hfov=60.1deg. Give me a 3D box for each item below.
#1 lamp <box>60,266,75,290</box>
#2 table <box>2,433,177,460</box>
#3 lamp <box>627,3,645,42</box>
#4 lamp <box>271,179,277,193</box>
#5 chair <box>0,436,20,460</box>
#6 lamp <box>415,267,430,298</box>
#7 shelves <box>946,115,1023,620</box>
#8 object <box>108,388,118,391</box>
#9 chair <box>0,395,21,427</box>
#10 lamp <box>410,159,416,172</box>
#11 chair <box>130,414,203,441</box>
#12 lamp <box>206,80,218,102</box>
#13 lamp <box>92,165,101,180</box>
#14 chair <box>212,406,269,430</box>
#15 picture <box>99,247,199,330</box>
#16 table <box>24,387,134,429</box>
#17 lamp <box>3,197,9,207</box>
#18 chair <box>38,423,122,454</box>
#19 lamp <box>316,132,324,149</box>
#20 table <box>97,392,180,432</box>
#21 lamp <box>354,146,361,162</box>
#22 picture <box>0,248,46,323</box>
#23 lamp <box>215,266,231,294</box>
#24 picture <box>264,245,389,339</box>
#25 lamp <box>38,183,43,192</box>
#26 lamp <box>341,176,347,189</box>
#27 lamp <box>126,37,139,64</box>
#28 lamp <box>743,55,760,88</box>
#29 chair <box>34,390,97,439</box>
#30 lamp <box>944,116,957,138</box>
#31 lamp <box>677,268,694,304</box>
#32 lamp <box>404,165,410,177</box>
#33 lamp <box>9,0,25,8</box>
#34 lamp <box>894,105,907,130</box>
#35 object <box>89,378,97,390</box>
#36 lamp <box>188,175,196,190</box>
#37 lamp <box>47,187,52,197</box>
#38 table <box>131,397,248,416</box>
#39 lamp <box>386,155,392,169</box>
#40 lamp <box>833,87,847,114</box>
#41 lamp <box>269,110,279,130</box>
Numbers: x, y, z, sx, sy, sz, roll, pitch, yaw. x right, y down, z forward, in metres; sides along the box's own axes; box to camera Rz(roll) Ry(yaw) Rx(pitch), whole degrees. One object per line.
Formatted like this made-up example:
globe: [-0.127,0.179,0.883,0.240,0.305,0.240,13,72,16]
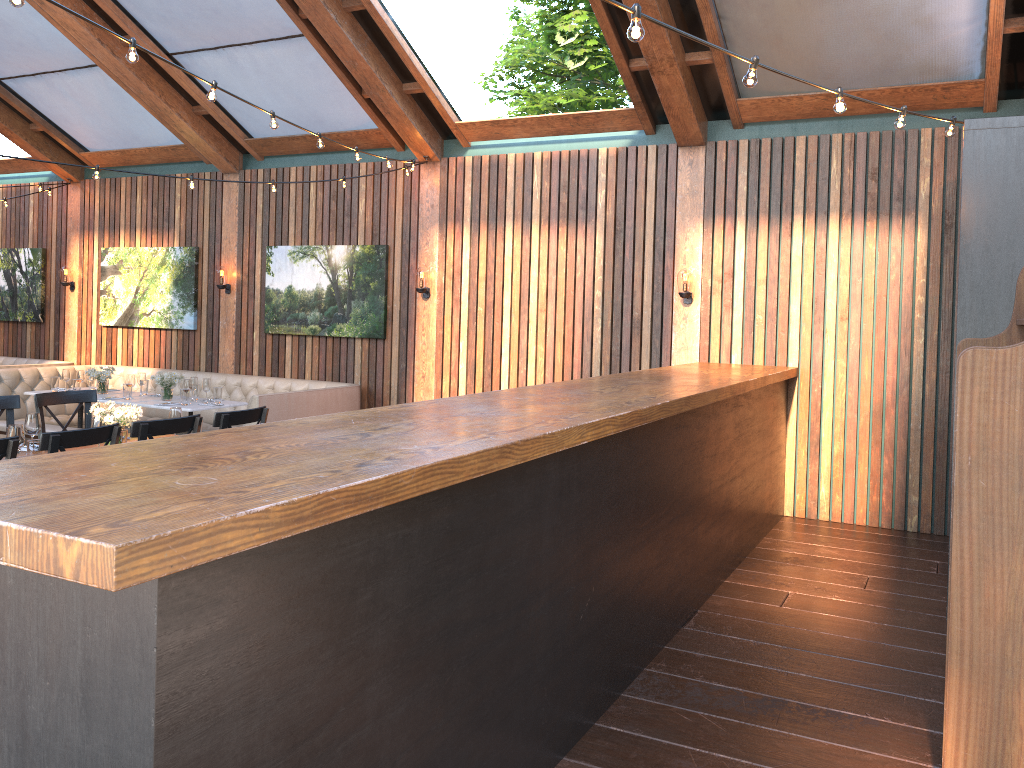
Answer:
lamp: [-5.817,-1.387,11.561,0.146,0.320,0.178,2,2,27]
table: [-2.795,0.807,5.129,0.951,0.728,2.434,3,5,27]
lamp: [0.394,-1.145,2.806,0.056,0.121,0.056,2,1,-5]
lamp: [-2.126,-1.765,7.902,0.056,0.121,0.056,3,2,42]
chair: [-2.614,0.753,4.067,0.540,1.019,0.477,3,2,32]
lamp: [-0.922,-1.043,9.095,0.146,0.320,0.178,2,2,27]
shelves: [3.218,-0.126,5.862,0.502,2.826,2.205,2,2,27]
object: [-4.478,0.064,9.772,0.157,0.019,0.255,4,5,27]
chair: [-3.235,0.608,5.635,0.540,1.019,0.478,2,2,22]
lamp: [-0.968,-2.135,8.639,0.056,0.120,0.056,1,2,-12]
chair: [-2.110,0.687,5.068,0.540,1.019,0.477,3,2,27]
lamp: [-1.666,-1.627,4.909,0.056,0.120,0.056,3,2,33]
lamp: [-3.200,-1.630,6.819,0.059,0.119,0.056,2,1,6]
chair: [-1.858,0.654,5.568,0.540,1.019,0.478,2,2,22]
picture: [-4.517,-1.197,10.961,1.652,0.997,0.065,3,2,27]
table: [-4.674,0.420,9.579,0.799,0.671,0.800,3,3,26]
lamp: [-6.019,-2.161,10.521,0.060,0.119,0.056,0,2,-41]
chair: [-2.362,0.720,4.567,0.540,1.019,0.478,2,2,22]
lamp: [-1.388,-1.764,6.412,0.056,0.120,0.056,1,2,-13]
table: [-3.946,0.471,9.212,0.799,0.671,0.799,3,3,27]
lamp: [-1.250,-1.859,7.159,0.059,0.119,0.056,1,2,-20]
picture: [-7.011,-1.371,12.211,1.652,0.997,0.065,3,2,27]
lamp: [-3.377,-1.216,10.332,0.146,0.320,0.178,2,2,27]
picture: [-2.066,-1.025,9.734,1.652,0.997,0.065,3,2,27]
lamp: [-6.049,-2.519,11.345,0.056,0.121,0.056,0,2,-42]
lamp: [-1.598,-1.923,8.438,0.056,0.118,0.066,1,2,-34]
lamp: [-1.784,-1.568,4.160,0.056,0.121,0.056,1,2,-38]
lamp: [0.907,-1.186,3.364,0.056,0.119,0.059,2,2,0]
chair: [-2.983,0.575,6.135,0.540,1.019,0.477,3,2,27]
lamp: [2.485,-1.456,5.012,0.062,0.119,0.056,3,2,32]
lamp: [1.542,-0.870,7.854,0.146,0.320,0.178,2,2,27]
lamp: [-1.059,-2.156,8.944,0.065,0.118,0.056,1,2,-13]
lamp: [-1.908,-1.513,3.411,0.056,0.121,0.056,0,2,-44]
lamp: [1.961,-1.343,4.464,0.061,0.119,0.056,2,2,26]
object: [-4.640,-0.012,9.799,0.092,0.158,0.092,2,2,13]
lamp: [-2.661,-1.676,7.359,0.056,0.121,0.056,1,2,-30]
lamp: [-5.868,-2.439,11.230,0.056,0.119,0.062,2,2,10]
table: [-3.218,0.522,8.845,0.799,0.671,0.800,3,3,26]
lamp: [-1.096,-1.980,7.893,0.056,0.119,0.061,3,2,43]
lamp: [1.448,-1.251,3.902,0.056,0.121,0.056,1,2,-31]
lamp: [-1.522,-1.689,5.664,0.056,0.120,0.056,1,2,-17]
